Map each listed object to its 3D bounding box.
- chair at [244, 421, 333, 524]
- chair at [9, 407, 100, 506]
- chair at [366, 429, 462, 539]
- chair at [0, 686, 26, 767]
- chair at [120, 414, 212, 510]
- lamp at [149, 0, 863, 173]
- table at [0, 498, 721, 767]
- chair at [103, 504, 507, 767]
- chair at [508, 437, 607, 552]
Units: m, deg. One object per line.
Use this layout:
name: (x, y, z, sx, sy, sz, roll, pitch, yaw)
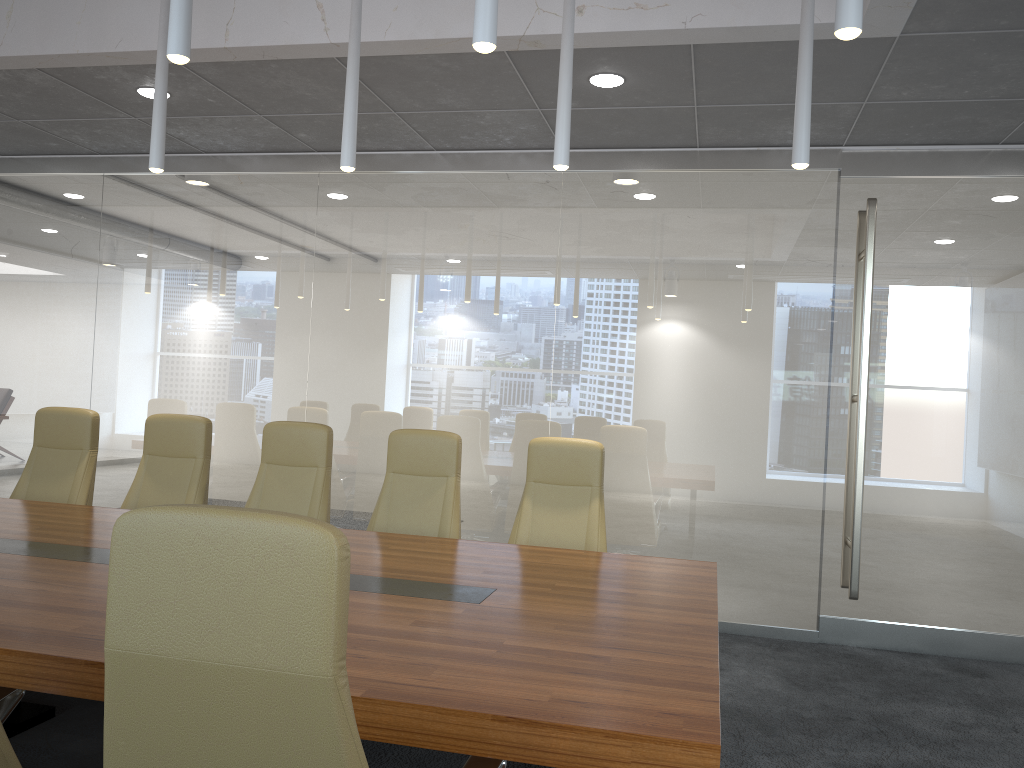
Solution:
chair: (-1.405, 0.916, 4.857, 0.711, 1.406, 0.955, 3, -1, 13)
chair: (-2.958, 0.839, 5.212, 0.711, 1.406, 0.955, 3, -1, 13)
chair: (-0.630, 0.954, 4.680, 0.711, 1.406, 0.955, 3, -1, 13)
chair: (-1.195, 0.891, 2.139, 0.711, 1.406, 0.955, 3, -1, 13)
chair: (-2.184, 0.877, 5.035, 0.711, 1.406, 0.955, 3, -1, 13)
lamp: (-2.306, -2.256, 3.800, 7.258, 2.378, 2.619, 3, -1, 13)
table: (-2.481, 1.100, 3.756, 6.500, 0.895, 2.300, 3, -1, 13)
chair: (-0.430, 0.929, 1.965, 0.711, 1.406, 0.955, 3, -1, 13)
chair: (0.178, 0.994, 4.565, 0.711, 1.406, 0.955, 3, -1, 13)
